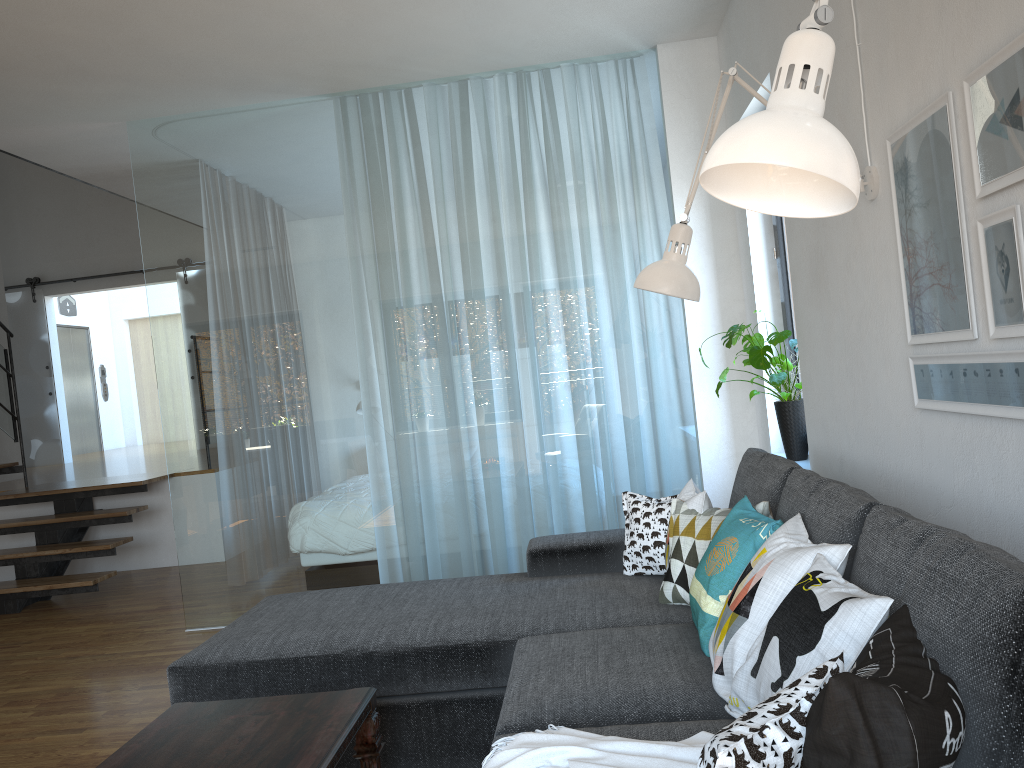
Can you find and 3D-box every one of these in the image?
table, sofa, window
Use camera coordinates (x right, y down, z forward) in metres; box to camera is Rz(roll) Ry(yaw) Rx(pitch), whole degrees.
[{"bbox_3d":[-0.658,1.034,1.781,0.570,0.409,1.179,-6,0,5],"label":"table"},{"bbox_3d":[-0.029,0.753,2.236,2.163,0.848,2.508,-6,0,5],"label":"sofa"},{"bbox_3d":[14.563,0.255,8.088,24.382,18.376,13.969,-6,1,11],"label":"window"}]

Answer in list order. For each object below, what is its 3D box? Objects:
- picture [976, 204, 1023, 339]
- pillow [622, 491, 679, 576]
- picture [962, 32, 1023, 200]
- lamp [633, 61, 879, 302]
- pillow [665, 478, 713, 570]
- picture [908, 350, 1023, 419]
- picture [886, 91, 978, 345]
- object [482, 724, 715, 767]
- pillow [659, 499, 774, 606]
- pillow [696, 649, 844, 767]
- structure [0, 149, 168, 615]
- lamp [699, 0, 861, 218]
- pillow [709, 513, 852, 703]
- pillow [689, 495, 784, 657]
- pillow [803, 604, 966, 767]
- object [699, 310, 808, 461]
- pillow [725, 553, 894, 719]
[{"bbox_3d":[0.972,-0.216,1.743,0.021,0.248,0.166,-6,1,5],"label":"picture"},{"bbox_3d":[0.512,0.535,3.125,0.334,0.320,0.160,-6,1,40],"label":"pillow"},{"bbox_3d":[0.932,-0.500,1.626,0.021,0.248,0.390,-6,1,5],"label":"picture"},{"bbox_3d":[0.674,-0.593,2.583,0.698,0.670,0.200,-6,1,14],"label":"lamp"},{"bbox_3d":[0.581,0.501,2.899,0.173,0.344,0.360,-6,1,4],"label":"pillow"},{"bbox_3d":[1.006,-0.001,1.869,0.021,0.136,0.837,-6,0,5],"label":"picture"},{"bbox_3d":[0.980,-0.364,2.089,0.013,0.534,0.390,-6,1,5],"label":"picture"},{"bbox_3d":[0.174,0.746,1.598,0.606,0.212,0.488,-6,0,1],"label":"object"},{"bbox_3d":[0.636,0.516,2.659,0.242,0.363,0.454,-7,1,-29],"label":"pillow"},{"bbox_3d":[0.357,0.567,1.252,0.357,0.312,0.170,-7,1,-45],"label":"pillow"},{"bbox_3d":[-3.975,-0.310,5.928,2.685,4.132,4.580,-6,1,4],"label":"structure"},{"bbox_3d":[0.560,-0.574,1.155,0.698,0.670,0.200,-6,1,-4],"label":"lamp"},{"bbox_3d":[0.575,0.516,1.982,0.285,0.368,0.436,-6,1,5],"label":"pillow"},{"bbox_3d":[0.598,0.496,2.332,0.273,0.340,0.414,-6,1,4],"label":"pillow"},{"bbox_3d":[0.539,0.531,1.293,0.234,0.358,0.449,-6,1,31],"label":"pillow"},{"bbox_3d":[1.083,0.011,3.849,0.447,0.675,0.657,-6,1,-5],"label":"object"},{"bbox_3d":[0.540,0.517,1.640,0.266,0.318,0.382,-6,1,5],"label":"pillow"}]
